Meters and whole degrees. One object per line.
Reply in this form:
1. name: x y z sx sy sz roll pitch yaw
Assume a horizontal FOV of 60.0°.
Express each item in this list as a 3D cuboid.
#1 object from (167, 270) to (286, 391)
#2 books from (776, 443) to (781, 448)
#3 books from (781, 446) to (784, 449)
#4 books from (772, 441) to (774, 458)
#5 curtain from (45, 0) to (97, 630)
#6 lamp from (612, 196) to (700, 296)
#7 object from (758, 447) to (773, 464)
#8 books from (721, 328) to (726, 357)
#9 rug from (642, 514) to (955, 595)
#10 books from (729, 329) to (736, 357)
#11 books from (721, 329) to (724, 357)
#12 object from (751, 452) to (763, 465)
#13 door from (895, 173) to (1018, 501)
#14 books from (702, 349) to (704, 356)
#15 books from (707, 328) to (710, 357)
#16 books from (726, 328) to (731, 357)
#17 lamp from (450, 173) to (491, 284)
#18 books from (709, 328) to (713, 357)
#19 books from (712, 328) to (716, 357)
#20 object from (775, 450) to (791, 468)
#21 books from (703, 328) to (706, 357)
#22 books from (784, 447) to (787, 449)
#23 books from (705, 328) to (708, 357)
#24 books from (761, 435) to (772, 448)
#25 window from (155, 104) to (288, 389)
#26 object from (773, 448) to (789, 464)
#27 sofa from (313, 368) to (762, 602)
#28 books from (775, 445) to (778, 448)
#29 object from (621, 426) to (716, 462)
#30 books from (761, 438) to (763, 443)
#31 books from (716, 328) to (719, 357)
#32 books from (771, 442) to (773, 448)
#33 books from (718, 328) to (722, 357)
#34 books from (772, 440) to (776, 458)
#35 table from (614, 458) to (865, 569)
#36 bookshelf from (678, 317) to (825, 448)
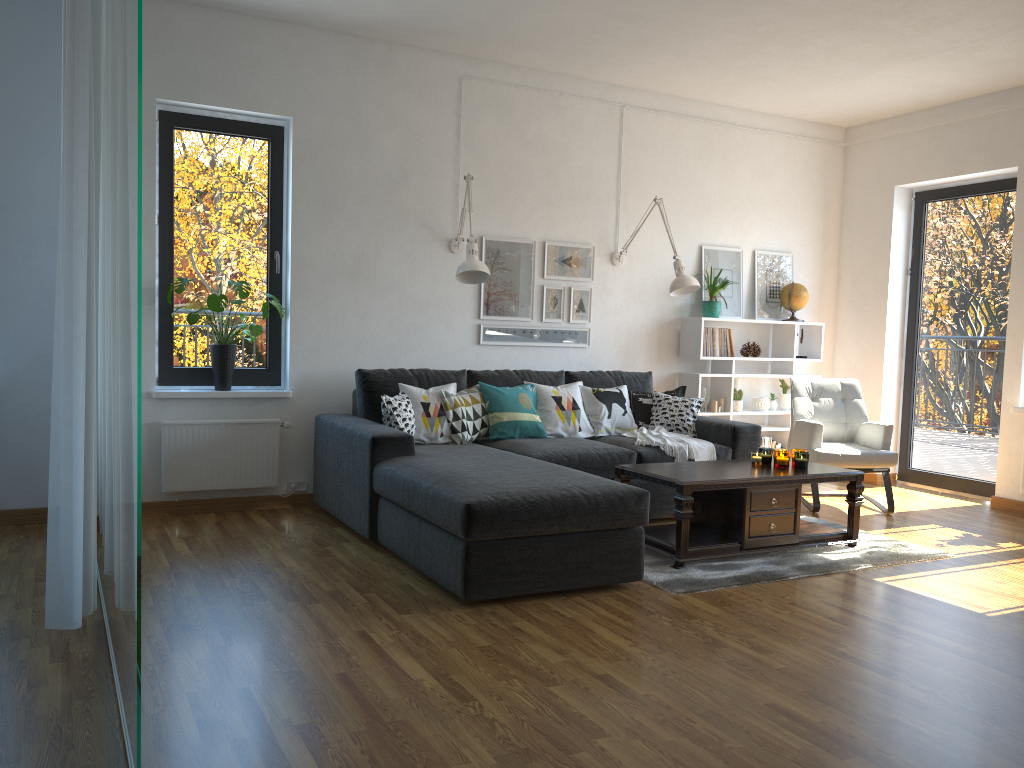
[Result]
1. object: -1.556 -0.292 4.950 0.657 0.676 0.447 -1 5 -37
2. books: 1.993 0.525 6.749 0.031 0.157 0.123 0 4 -27
3. books: 2.016 0.535 6.757 0.016 0.133 0.133 0 4 -27
4. books: 1.929 0.510 6.731 0.014 0.180 0.148 0 4 -27
5. curtain: -1.769 -0.621 3.589 0.153 2.736 1.806 0 4 -25
6. lamp: 0.981 -0.921 5.938 0.200 0.670 0.697 -1 5 -37
7. object: 1.354 0.384 4.740 0.079 0.081 0.079 -1 4 -32
8. books: 1.510 -0.302 6.467 0.044 0.208 0.133 0 4 -27
9. rug: 1.240 0.841 4.594 1.813 0.034 1.051 0 4 -28
10. books: 1.573 -0.301 6.496 0.070 0.204 0.132 0 4 -27
11. books: 1.491 -0.300 6.457 0.035 0.204 0.131 0 4 -27
12. object: 1.296 0.395 4.690 0.060 0.061 0.059 0 4 -22
13. door: 3.257 -0.330 6.427 0.119 2.277 0.975 0 4 -27
14. books: 1.322 -0.293 6.361 0.047 0.192 0.123 0 4 -28
15. books: 1.379 -0.303 6.396 0.035 0.209 0.129 0 4 -27
16. books: 1.543 -0.302 6.484 0.061 0.211 0.128 0 4 -26
17. lamp: -0.292 -0.924 5.280 0.200 0.670 0.697 0 4 -18
18. books: 1.398 -0.302 6.407 0.044 0.209 0.136 0 4 -27
19. books: 1.424 -0.303 6.415 0.044 0.210 0.133 0 4 -27
20. object: 1.412 0.392 4.627 0.079 0.081 0.079 -1 4 -32
21. books: 1.344 -0.302 6.378 0.043 0.205 0.128 0 4 -27
22. books: 2.034 0.538 6.784 0.013 0.124 0.182 0 4 -27
23. books: 1.363 -0.300 6.390 0.033 0.210 0.136 0 4 -27
24. books: 1.857 0.497 6.691 0.092 0.217 0.190 0 4 -27
25. window: -12.259 0.602 14.147 13.976 18.389 24.351 0 4 -21
26. object: 1.429 0.388 4.714 0.079 0.081 0.079 -1 4 -32
27. sofa: 0.432 0.386 4.850 2.508 0.848 2.161 0 4 -27
28. books: 1.974 0.528 6.733 0.018 0.146 0.103 0 4 -27
29. object: 0.867 0.383 5.359 0.488 0.212 0.605 0 4 -31
30. books: 1.827 0.501 6.643 0.006 0.204 0.123 0 4 -27
31. books: 1.446 -0.302 6.433 0.048 0.209 0.135 0 4 -27
32. books: 1.917 0.517 6.723 0.014 0.170 0.156 0 4 -27
33. books: 1.472 -0.302 6.445 0.044 0.209 0.132 0 4 -28
34. books: 1.958 0.513 6.734 0.012 0.180 0.102 0 4 -27
35. table: 1.163 0.634 4.553 1.179 0.409 0.569 0 4 -27
36. bookshelf: 1.791 0.123 6.657 1.189 1.202 0.237 0 4 -27
